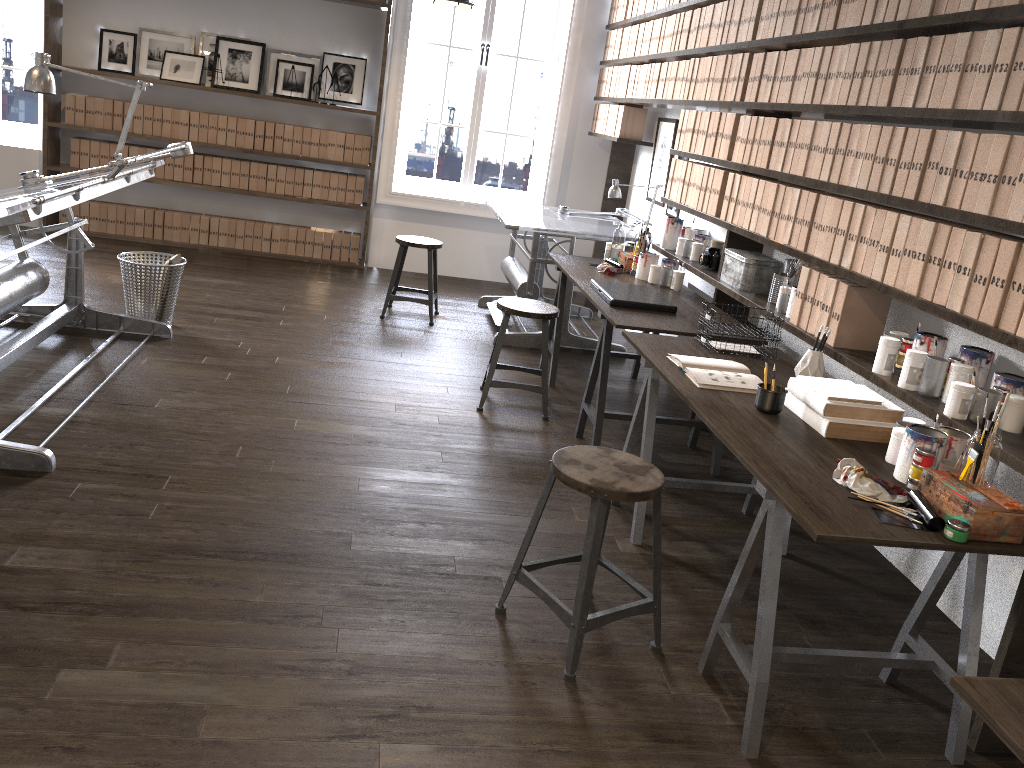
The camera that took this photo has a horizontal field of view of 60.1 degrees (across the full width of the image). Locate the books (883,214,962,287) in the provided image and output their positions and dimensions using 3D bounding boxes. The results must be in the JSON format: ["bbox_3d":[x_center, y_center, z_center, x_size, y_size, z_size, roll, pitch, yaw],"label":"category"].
[{"bbox_3d":[1.293,-0.409,2.791,0.174,0.223,0.067,6,15,-9],"label":"books"}]

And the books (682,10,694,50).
[{"bbox_3d":[1.077,-1.995,5.040,0.174,0.223,0.068,6,15,-10],"label":"books"}]

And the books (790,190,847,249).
[{"bbox_3d":[1.205,-0.633,3.465,0.174,0.223,0.067,6,15,-9],"label":"books"}]

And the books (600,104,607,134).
[{"bbox_3d":[0.780,-2.014,6.782,0.174,0.223,0.067,6,15,-10],"label":"books"}]

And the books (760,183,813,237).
[{"bbox_3d":[1.162,-0.722,3.732,0.174,0.223,0.068,6,15,-9],"label":"books"}]

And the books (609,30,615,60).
[{"bbox_3d":[0.848,-2.576,6.770,0.174,0.223,0.067,6,15,-10],"label":"books"}]

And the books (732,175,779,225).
[{"bbox_3d":[1.125,-0.830,4.060,0.174,0.223,0.067,6,15,-10],"label":"books"}]

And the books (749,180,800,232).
[{"bbox_3d":[1.149,-0.763,3.856,0.174,0.223,0.067,6,15,-10],"label":"books"}]

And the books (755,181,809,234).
[{"bbox_3d":[1.158,-0.743,3.796,0.174,0.223,0.067,6,15,-10],"label":"books"}]

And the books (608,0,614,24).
[{"bbox_3d":[0.855,-2.906,6.906,0.174,0.223,0.068,6,15,-9],"label":"books"}]

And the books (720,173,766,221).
[{"bbox_3d":[1.100,-0.876,4.194,0.174,0.223,0.067,6,15,-9],"label":"books"}]

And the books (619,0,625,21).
[{"bbox_3d":[0.903,-2.794,6.568,0.174,0.223,0.068,6,15,-10],"label":"books"}]

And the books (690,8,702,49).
[{"bbox_3d":[1.097,-1.949,4.901,0.174,0.223,0.067,6,15,-9],"label":"books"}]

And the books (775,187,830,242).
[{"bbox_3d":[1.186,-0.678,3.600,0.174,0.223,0.067,6,15,-10],"label":"books"}]

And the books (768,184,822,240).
[{"bbox_3d":[1.177,-0.701,3.668,0.174,0.223,0.067,6,15,-10],"label":"books"}]

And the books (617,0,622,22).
[{"bbox_3d":[0.897,-2.816,6.635,0.174,0.223,0.067,6,15,-9],"label":"books"}]

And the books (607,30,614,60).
[{"bbox_3d":[0.838,-2.596,6.830,0.174,0.223,0.067,6,15,-10],"label":"books"}]

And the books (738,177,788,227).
[{"bbox_3d":[1.132,-0.808,3.993,0.174,0.223,0.067,6,15,-10],"label":"books"}]

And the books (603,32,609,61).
[{"bbox_3d":[0.822,-2.641,6.967,0.174,0.223,0.067,6,15,-10],"label":"books"}]

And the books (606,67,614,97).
[{"bbox_3d":[0.821,-2.276,6.713,0.174,0.223,0.068,6,15,-9],"label":"books"}]

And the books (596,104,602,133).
[{"bbox_3d":[0.767,-2.057,6.912,0.174,0.223,0.067,6,15,-10],"label":"books"}]

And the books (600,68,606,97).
[{"bbox_3d":[0.798,-2.345,6.921,0.174,0.223,0.067,6,15,-9],"label":"books"}]

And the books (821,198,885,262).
[{"bbox_3d":[1.234,-0.545,3.199,0.174,0.223,0.068,6,15,-9],"label":"books"}]

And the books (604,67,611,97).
[{"bbox_3d":[0.817,-2.299,6.786,0.174,0.223,0.067,6,15,-10],"label":"books"}]

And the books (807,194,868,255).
[{"bbox_3d":[1.224,-0.586,3.323,0.174,0.223,0.067,6,15,-9],"label":"books"}]

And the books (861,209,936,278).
[{"bbox_3d":[1.276,-0.455,2.928,0.174,0.223,0.067,6,15,-9],"label":"books"}]

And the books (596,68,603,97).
[{"bbox_3d":[0.775,-2.389,7.052,0.174,0.223,0.068,6,15,-10],"label":"books"}]

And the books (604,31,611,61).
[{"bbox_3d":[0.827,-2.619,6.899,0.174,0.223,0.068,6,15,-9],"label":"books"}]

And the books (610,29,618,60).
[{"bbox_3d":[0.852,-2.555,6.706,0.174,0.223,0.068,6,15,-9],"label":"books"}]

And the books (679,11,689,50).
[{"bbox_3d":[1.073,-2.018,5.112,0.174,0.223,0.067,6,15,-9],"label":"books"}]

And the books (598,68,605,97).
[{"bbox_3d":[0.789,-2.367,6.989,0.174,0.223,0.067,6,15,-9],"label":"books"}]

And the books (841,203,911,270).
[{"bbox_3d":[1.256,-0.499,3.061,0.174,0.223,0.067,6,15,-10],"label":"books"}]

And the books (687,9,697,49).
[{"bbox_3d":[1.092,-1.971,4.969,0.174,0.223,0.067,6,15,-9],"label":"books"}]

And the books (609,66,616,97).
[{"bbox_3d":[0.836,-2.252,6.643,0.174,0.223,0.067,6,15,-10],"label":"books"}]

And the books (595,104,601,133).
[{"bbox_3d":[0.761,-2.077,6.975,0.174,0.223,0.067,6,15,-9],"label":"books"}]

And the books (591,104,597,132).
[{"bbox_3d":[0.741,-2.125,7.117,0.174,0.223,0.067,6,15,-9],"label":"books"}]

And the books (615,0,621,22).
[{"bbox_3d":[0.890,-2.838,6.702,0.174,0.223,0.067,6,15,-9],"label":"books"}]

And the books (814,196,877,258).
[{"bbox_3d":[1.230,-0.565,3.260,0.174,0.223,0.067,6,15,-10],"label":"books"}]

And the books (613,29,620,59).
[{"bbox_3d":[0.866,-2.533,6.643,0.174,0.223,0.067,6,15,-10],"label":"books"}]

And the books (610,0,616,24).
[{"bbox_3d":[0.865,-2.883,6.837,0.174,0.223,0.067,6,15,-10],"label":"books"}]

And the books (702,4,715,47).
[{"bbox_3d":[1.122,-1.883,4.701,0.174,0.223,0.068,6,15,-9],"label":"books"}]

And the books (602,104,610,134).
[{"bbox_3d":[0.793,-1.991,6.713,0.174,0.223,0.067,6,15,-10],"label":"books"}]

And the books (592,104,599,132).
[{"bbox_3d":[0.746,-2.102,7.045,0.174,0.223,0.068,6,15,-10],"label":"books"}]

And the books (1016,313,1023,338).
[{"bbox_3d":[1.373,-0.208,2.185,0.174,0.223,0.068,6,15,-9],"label":"books"}]

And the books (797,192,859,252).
[{"bbox_3d":[1.209,-0.610,3.392,0.174,0.223,0.068,6,15,-10],"label":"books"}]

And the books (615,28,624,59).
[{"bbox_3d":[0.876,-2.511,6.575,0.174,0.223,0.067,6,15,-10],"label":"books"}]

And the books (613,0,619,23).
[{"bbox_3d":[0.877,-2.860,6.768,0.174,0.223,0.067,6,15,-10],"label":"books"}]

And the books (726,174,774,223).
[{"bbox_3d":[1.112,-0.853,4.126,0.174,0.223,0.067,6,15,-9],"label":"books"}]

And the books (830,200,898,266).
[{"bbox_3d":[1.244,-0.522,3.130,0.174,0.223,0.067,6,15,-10],"label":"books"}]

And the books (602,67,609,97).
[{"bbox_3d":[0.803,-2.322,6.853,0.174,0.223,0.067,6,15,-10],"label":"books"}]

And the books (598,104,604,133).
[{"bbox_3d":[0.771,-2.037,6.851,0.174,0.223,0.068,6,15,-9],"label":"books"}]

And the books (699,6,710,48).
[{"bbox_3d":[1.119,-1.904,4.766,0.174,0.223,0.067,6,15,-10],"label":"books"}]

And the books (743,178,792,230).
[{"bbox_3d":[1.137,-0.787,3.925,0.174,0.223,0.068,6,15,-9],"label":"books"}]

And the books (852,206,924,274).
[{"bbox_3d":[1.269,-0.477,2.995,0.174,0.223,0.067,6,15,-9],"label":"books"}]

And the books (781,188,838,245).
[{"bbox_3d":[1.191,-0.656,3.532,0.174,0.223,0.067,6,15,-9],"label":"books"}]

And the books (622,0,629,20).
[{"bbox_3d":[0.914,-2.771,6.499,0.174,0.223,0.067,6,15,-9],"label":"books"}]
